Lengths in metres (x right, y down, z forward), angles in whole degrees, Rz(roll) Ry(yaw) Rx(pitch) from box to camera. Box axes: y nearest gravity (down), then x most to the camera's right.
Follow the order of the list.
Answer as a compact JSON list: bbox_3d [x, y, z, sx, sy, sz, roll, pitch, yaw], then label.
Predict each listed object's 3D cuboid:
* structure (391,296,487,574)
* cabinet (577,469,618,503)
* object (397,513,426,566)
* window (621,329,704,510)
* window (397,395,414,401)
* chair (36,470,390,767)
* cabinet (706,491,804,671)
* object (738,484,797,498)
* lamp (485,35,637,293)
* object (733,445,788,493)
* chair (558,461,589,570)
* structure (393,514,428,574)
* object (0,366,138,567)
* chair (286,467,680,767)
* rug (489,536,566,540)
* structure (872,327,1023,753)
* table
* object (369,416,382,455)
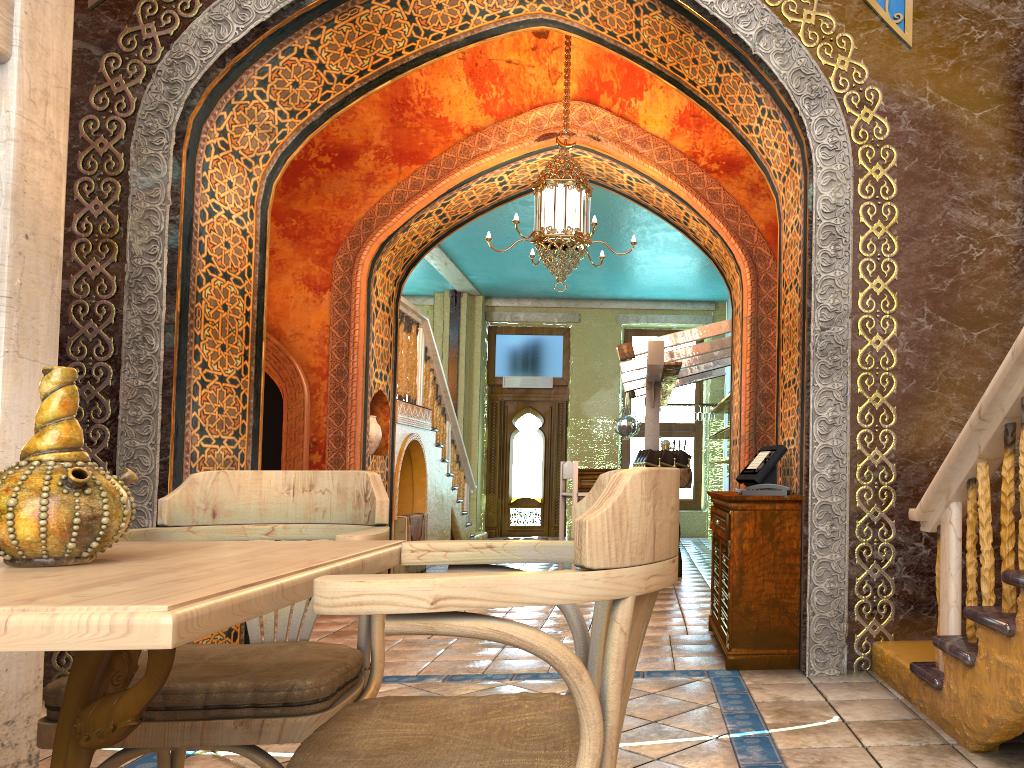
[{"bbox_3d":[-1.707,0.901,11.843,1.791,3.137,5.912,0,-5,7],"label":"structure"},{"bbox_3d":[1.653,2.199,15.500,1.131,1.302,0.609,1,-3,-2],"label":"cabinet"},{"bbox_3d":[-1.146,1.765,9.751,0.150,0.554,0.888,0,-5,8],"label":"object"},{"bbox_3d":[2.850,0.669,16.093,1.558,3.416,0.087,1,-2,-5],"label":"window"},{"bbox_3d":[-2.541,0.611,15.620,1.558,3.416,0.087,1,-2,-5],"label":"window"},{"bbox_3d":[-0.732,0.823,2.307,0.791,1.177,0.691,1,-3,0],"label":"chair"},{"bbox_3d":[1.607,1.267,5.767,0.491,1.051,1.503,0,-5,7],"label":"cabinet"},{"bbox_3d":[1.569,0.657,5.240,0.379,0.086,0.344,-2,-6,16],"label":"object"},{"bbox_3d":[0.443,-1.957,7.282,1.300,2.363,1.121,0,-3,1],"label":"lamp"},{"bbox_3d":[1.655,0.571,5.701,0.262,0.317,0.442,1,-5,-5],"label":"object"},{"bbox_3d":[0.885,1.594,10.238,0.543,1.334,0.459,2,-3,-23],"label":"chair"},{"bbox_3d":[-1.155,1.854,9.763,0.108,0.687,1.019,0,-5,8],"label":"structure"},{"bbox_3d":[-0.783,0.139,1.462,0.225,0.335,0.239,0,-3,11],"label":"object"},{"bbox_3d":[-0.042,0.749,1.613,0.719,1.177,0.760,1,-3,-4],"label":"chair"},{"bbox_3d":[0.177,2.726,14.754,1.313,0.039,2.411,-1,-6,6],"label":"rug"},{"bbox_3d":[2.672,-0.091,2.557,1.830,3.137,6.503,0,-5,8],"label":"structure"},{"bbox_3d":[-0.860,0.810,1.442,1.063,1.002,1.053,0,-4,2],"label":"table"},{"bbox_3d":[-1.431,0.510,8.477,0.236,0.384,0.268,-1,-3,19],"label":"object"}]
